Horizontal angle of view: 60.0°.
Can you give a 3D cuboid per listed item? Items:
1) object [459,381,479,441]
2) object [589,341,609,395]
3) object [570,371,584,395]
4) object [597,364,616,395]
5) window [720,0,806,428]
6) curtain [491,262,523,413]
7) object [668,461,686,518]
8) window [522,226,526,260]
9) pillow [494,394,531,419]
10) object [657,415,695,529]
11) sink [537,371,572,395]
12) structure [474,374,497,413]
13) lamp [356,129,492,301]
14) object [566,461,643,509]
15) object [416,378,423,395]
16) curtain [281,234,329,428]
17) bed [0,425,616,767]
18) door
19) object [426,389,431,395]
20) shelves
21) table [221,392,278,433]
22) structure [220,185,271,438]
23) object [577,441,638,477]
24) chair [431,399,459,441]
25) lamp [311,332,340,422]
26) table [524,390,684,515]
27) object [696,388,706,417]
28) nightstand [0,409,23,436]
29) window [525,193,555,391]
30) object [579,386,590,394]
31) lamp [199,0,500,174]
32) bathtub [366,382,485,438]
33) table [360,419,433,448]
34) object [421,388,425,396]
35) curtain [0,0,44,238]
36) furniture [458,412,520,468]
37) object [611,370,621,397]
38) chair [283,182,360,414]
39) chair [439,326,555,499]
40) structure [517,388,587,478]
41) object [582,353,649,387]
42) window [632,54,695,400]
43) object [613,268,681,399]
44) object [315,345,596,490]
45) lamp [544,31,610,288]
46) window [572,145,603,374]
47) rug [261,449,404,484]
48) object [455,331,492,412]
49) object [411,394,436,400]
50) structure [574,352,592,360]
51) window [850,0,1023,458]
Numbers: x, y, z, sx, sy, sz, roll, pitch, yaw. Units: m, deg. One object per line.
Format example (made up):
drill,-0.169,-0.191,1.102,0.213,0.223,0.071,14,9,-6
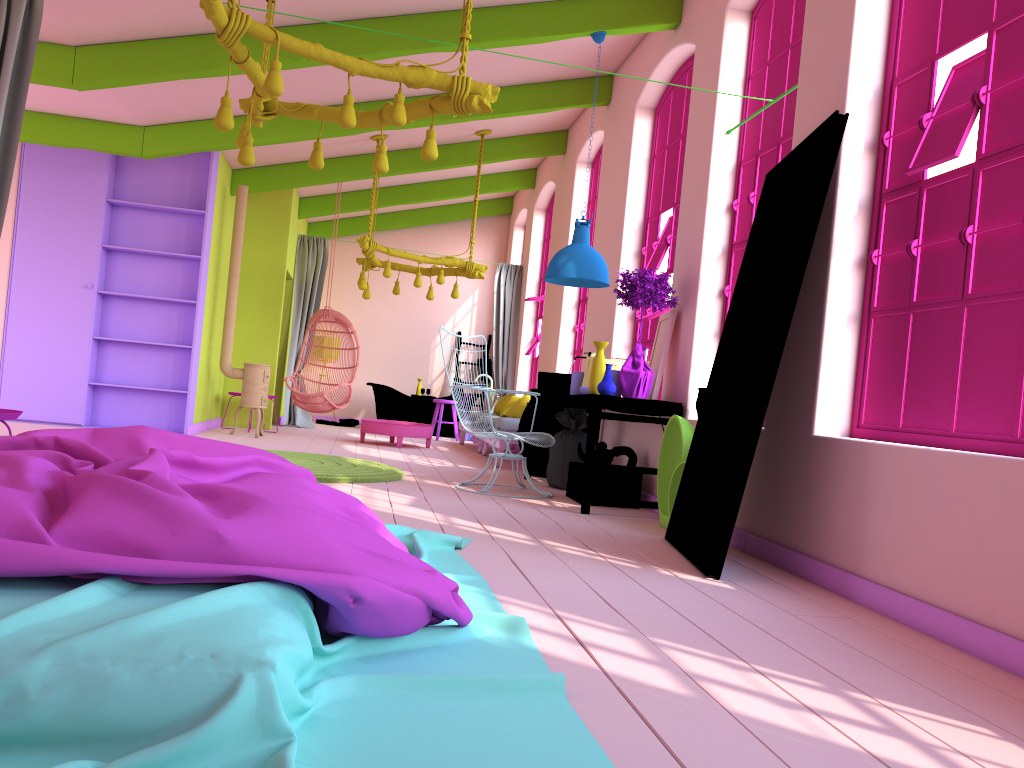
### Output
object,-0.667,0.367,13.469,0.451,0.987,0.277,5,0,35
object,0.621,-0.112,6.367,0.116,0.383,0.116,6,0,-36
object,0.538,-0.002,7.259,0.109,0.197,0.109,6,0,-17
object,0.665,-0.029,6.175,0.132,0.219,0.132,6,0,7
window,1.653,-1.237,5.593,0.072,3.047,1.275,6,0,-10
curtain,-0.115,-0.441,13.255,0.518,2.785,0.525,6,0,10
object,1.086,0.700,5.386,0.137,0.462,0.284,6,0,-25
window,0.199,-1.270,14.213,0.072,3.047,1.275,6,0,-10
pillow,0.090,0.286,10.958,0.578,0.399,1.997,6,-1,-10
object,1.117,0.573,5.722,0.218,0.733,0.451,6,0,-10
sink,0.424,-0.007,7.743,0.340,0.194,0.609,6,-1,-10
structure,-0.400,0.375,14.269,0.451,1.061,0.254,5,0,34
lamp,-1.294,-2.113,10.858,1.611,2.264,1.775,6,0,-28
object,0.701,0.774,6.817,0.446,0.277,0.521,6,-1,-10
object,-1.470,0.076,14.073,0.097,0.321,0.097,6,0,2
curtain,-2.995,-0.785,12.773,0.519,2.785,0.525,6,0,-29
bed,-1.257,0.415,2.617,2.803,0.514,3.576,6,-1,-10
door,1.223,-0.168,4.645,0.450,2.211,1.153,6,0,0
object,-1.333,0.163,14.095,0.069,0.170,0.069,6,0,10
shelves,-4.158,-1.077,9.186,1.842,3.104,0.384,6,0,-10
table,-3.225,0.350,10.966,0.595,0.458,0.596,5,-1,28
structure,-2.948,-0.814,10.144,0.577,2.814,0.403,6,0,8
object,0.718,0.683,6.966,0.300,0.448,0.672,6,-1,-34
chair,-1.022,0.529,13.064,0.473,0.593,0.446,6,0,-41
lamp,-3.099,-0.115,14.462,0.491,1.466,0.476,6,0,20
table,0.651,0.500,7.131,0.655,0.821,2.192,6,-1,-10
object,1.333,0.142,5.986,0.182,0.222,0.182,6,0,-32
nightstand,-2.545,0.327,3.963,0.595,0.458,0.596,5,-1,28
window,0.517,-1.253,12.331,0.551,3.009,1.513,6,0,-10
object,0.590,0.061,6.818,0.137,0.076,0.076,5,0,10
lamp,-1.081,-2.361,5.270,1.611,2.264,1.775,6,0,-28
bathtub,-1.399,0.430,14.121,1.889,0.740,0.826,6,0,-10
table,-1.423,0.614,10.915,0.885,0.285,0.886,5,-1,16
object,-1.404,0.154,13.918,0.069,0.170,0.069,6,0,10
curtain,-2.832,-0.862,4.588,0.519,2.785,0.525,6,0,-29
furniture,-0.096,0.632,10.849,0.908,0.507,3.775,6,-1,-10
object,0.749,-0.001,6.461,0.109,0.197,0.109,5,0,28
chair,-2.288,-1.188,11.100,0.860,3.129,0.806,6,0,10
chair,-0.074,0.222,6.967,0.924,1.238,1.079,5,0,25
structure,0.403,0.485,8.620,0.718,0.845,0.717,6,0,-42
object,0.786,-0.062,7.120,0.444,0.369,0.633,6,-1,-10
window,1.338,-1.236,7.486,0.492,3.003,1.497,6,0,-10
object,0.920,-0.363,6.359,0.502,0.950,0.441,5,0,40
object,-1.167,-0.006,11.130,2.827,1.580,7.864,6,-1,-9
lamp,0.613,-1.799,7.058,0.528,2.002,0.529,6,0,22
window,0.925,-1.254,9.911,0.072,3.047,1.275,6,0,-10
rug,-1.824,0.647,7.142,1.889,0.050,1.888,6,-1,-22
object,-0.694,0.005,14.976,0.603,1.764,0.410,6,0,-10
object,-1.411,0.216,14.116,0.360,0.068,1.323,6,-1,-10
structure,0.612,-0.087,7.799,0.166,0.397,0.087,6,0,0
window,1.982,-1.220,3.714,0.214,3.009,1.513,6,0,-10
